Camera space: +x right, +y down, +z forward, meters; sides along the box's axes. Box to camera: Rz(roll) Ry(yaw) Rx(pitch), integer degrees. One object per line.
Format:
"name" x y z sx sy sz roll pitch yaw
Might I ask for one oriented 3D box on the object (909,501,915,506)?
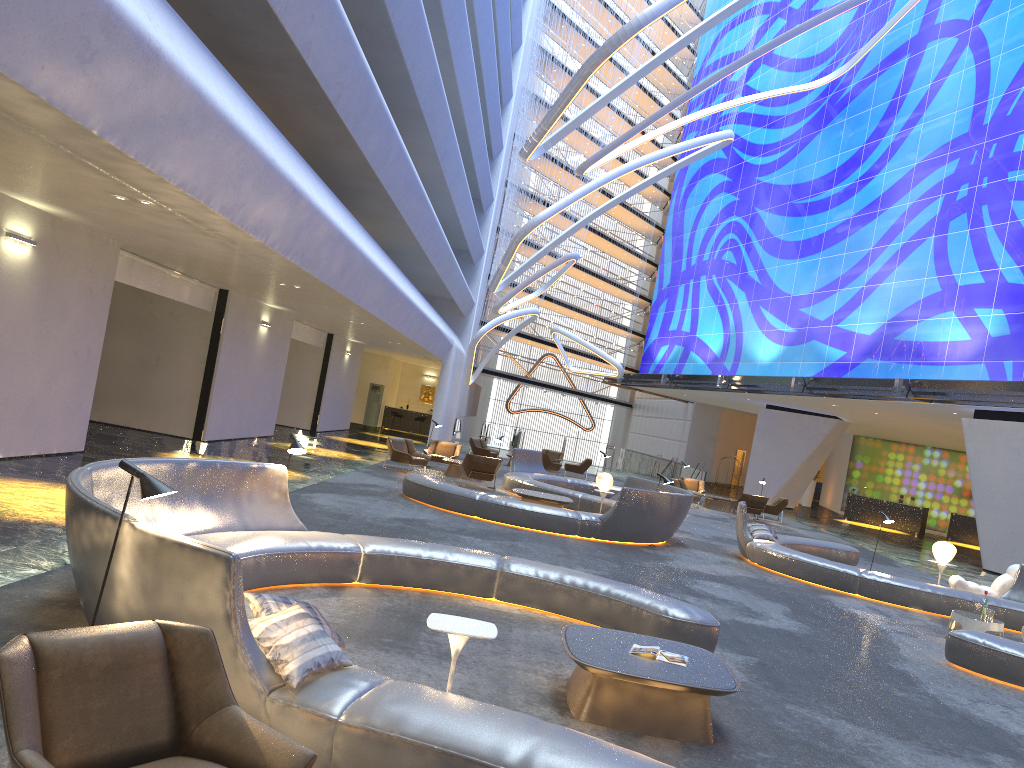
"object" 15.898 4.746 35.230 0.150 0.145 0.150 10 -1 34

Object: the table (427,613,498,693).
"table" -0.343 1.703 5.202 0.418 0.595 0.427 10 -1 -3

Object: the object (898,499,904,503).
"object" 15.561 4.691 35.451 0.150 0.145 0.150 10 -1 34

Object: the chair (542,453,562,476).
"chair" 1.056 2.659 29.532 0.941 0.766 0.927 11 -1 -37

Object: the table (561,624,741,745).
"table" 0.903 2.075 6.168 1.203 0.392 1.204 10 -2 1

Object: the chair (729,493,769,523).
"chair" 7.057 3.652 26.394 0.931 0.766 0.937 11 -1 -15

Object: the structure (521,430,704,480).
"structure" 4.461 7.544 53.544 9.303 8.398 19.742 10 -1 1

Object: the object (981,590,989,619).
"object" 5.899 2.751 11.031 0.066 0.356 0.076 10 0 -32

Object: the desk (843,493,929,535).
"desk" 15.167 5.267 35.989 2.969 1.097 0.816 9 -1 40

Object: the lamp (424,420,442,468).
"lamp" -2.175 1.626 24.110 0.383 1.300 0.202 10 0 18

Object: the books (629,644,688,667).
"books" 1.032 1.883 6.204 0.394 0.039 0.302 10 -2 15

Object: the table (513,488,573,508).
"table" 0.573 2.370 17.395 1.203 0.392 1.204 10 -2 1

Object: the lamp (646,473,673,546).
"lamp" 2.581 2.226 15.713 0.383 1.300 0.202 10 0 18

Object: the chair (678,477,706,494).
"chair" 5.939 3.548 29.546 0.928 0.766 0.940 10 -1 7

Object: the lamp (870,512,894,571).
"lamp" 6.755 3.004 16.272 0.202 1.300 0.383 10 0 -23

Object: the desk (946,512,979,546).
"desk" 18.715 5.867 34.549 2.969 1.097 0.816 9 -1 38

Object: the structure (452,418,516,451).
"structure" -1.868 6.347 53.203 3.016 8.238 19.838 10 -1 1

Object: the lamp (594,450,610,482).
"lamp" 2.379 2.450 23.961 0.383 1.300 0.202 10 0 18

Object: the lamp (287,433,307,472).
"lamp" -2.202 1.129 8.561 0.202 1.300 0.383 10 0 -40

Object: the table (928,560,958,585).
"table" 7.643 3.494 15.867 0.419 0.595 0.427 11 -1 -25

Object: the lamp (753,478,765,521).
"lamp" 7.447 3.456 26.615 0.201 1.300 0.385 10 0 18

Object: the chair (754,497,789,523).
"chair" 8.088 3.883 27.757 0.938 0.766 0.930 10 -1 10

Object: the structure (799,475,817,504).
"structure" 14.594 4.933 43.929 0.774 2.051 1.019 10 0 -28

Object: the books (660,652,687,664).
"books" 1.123 1.904 6.163 0.133 0.012 0.189 11 -2 -9

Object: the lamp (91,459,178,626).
"lamp" -1.986 1.040 4.508 0.384 1.300 0.202 10 0 1

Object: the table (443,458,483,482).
"table" -1.214 2.214 22.750 1.203 0.392 1.203 10 -2 1

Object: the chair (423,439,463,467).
"chair" -1.889 1.949 24.049 0.928 0.766 0.940 10 -1 7

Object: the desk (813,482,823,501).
"desk" 17.621 6.214 51.812 2.969 1.097 0.816 9 -1 40

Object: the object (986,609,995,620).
"object" 6.001 2.893 11.120 0.071 0.118 0.151 10 -1 11

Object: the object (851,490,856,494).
"object" 14.094 4.459 36.604 0.149 0.150 0.150 10 -1 35

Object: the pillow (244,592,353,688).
"pillow" -1.153 1.290 4.597 0.694 0.262 0.875 11 -2 -37

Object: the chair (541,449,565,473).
"chair" 1.347 2.805 32.467 0.927 0.766 0.941 10 -1 28

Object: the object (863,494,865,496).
"object" 14.443 4.554 36.342 0.072 0.070 0.073 10 -1 35

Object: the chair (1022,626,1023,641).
"chair" 6.882 3.268 11.007 1.790 0.501 0.584 11 -1 -35

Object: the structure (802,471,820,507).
"structure" 14.086 4.775 41.854 1.024 2.051 0.771 10 0 -21

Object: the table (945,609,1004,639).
"table" 5.748 3.113 11.143 0.675 0.406 0.669 11 -2 -37

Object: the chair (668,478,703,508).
"chair" 5.256 3.347 27.106 0.936 0.766 0.932 10 -1 34

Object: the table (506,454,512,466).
"table" 0.400 2.776 31.233 1.201 0.392 1.206 10 -2 19

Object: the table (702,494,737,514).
"table" 6.614 3.813 28.247 1.203 0.392 1.204 10 -2 1

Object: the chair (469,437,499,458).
"chair" -1.005 2.329 30.961 0.936 0.766 0.932 10 -1 26

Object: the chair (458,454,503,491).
"chair" -0.771 2.053 20.897 0.931 0.766 0.937 11 -1 -15

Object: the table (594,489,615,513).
"table" 1.867 2.523 18.415 0.418 0.595 0.428 10 -1 0

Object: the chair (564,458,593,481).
"chair" 2.291 2.931 31.043 0.938 0.766 0.930 10 -1 3

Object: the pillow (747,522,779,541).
"pillow" 4.551 2.697 16.254 0.692 0.262 0.878 10 -2 10

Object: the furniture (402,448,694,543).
"furniture" 1.537 2.290 19.360 5.176 0.969 9.948 10 -2 18

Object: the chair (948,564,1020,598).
"chair" 8.084 3.421 15.032 1.155 0.882 0.730 10 -1 20

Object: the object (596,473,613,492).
"object" 1.914 2.031 18.385 0.366 0.387 0.318 10 -1 8

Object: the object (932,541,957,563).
"object" 7.705 3.005 15.821 0.367 0.387 0.317 11 -1 -17

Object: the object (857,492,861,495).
"object" 14.287 4.510 36.459 0.107 0.108 0.111 10 -1 35

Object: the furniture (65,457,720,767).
"furniture" -0.481 1.447 4.355 5.186 0.969 9.928 10 -2 -2

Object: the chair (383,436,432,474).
"chair" -2.572 1.748 21.609 0.936 0.766 0.932 10 -1 34

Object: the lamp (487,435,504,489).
"lamp" -0.381 1.858 21.118 0.201 1.300 0.385 10 0 18

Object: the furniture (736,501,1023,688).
"furniture" 6.951 3.092 13.592 5.189 0.969 9.923 11 -2 -7

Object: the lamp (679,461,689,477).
"lamp" 5.653 3.225 29.607 0.383 1.300 0.202 10 0 18

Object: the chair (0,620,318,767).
"chair" -1.356 1.389 3.246 0.936 0.766 0.932 10 -1 34
